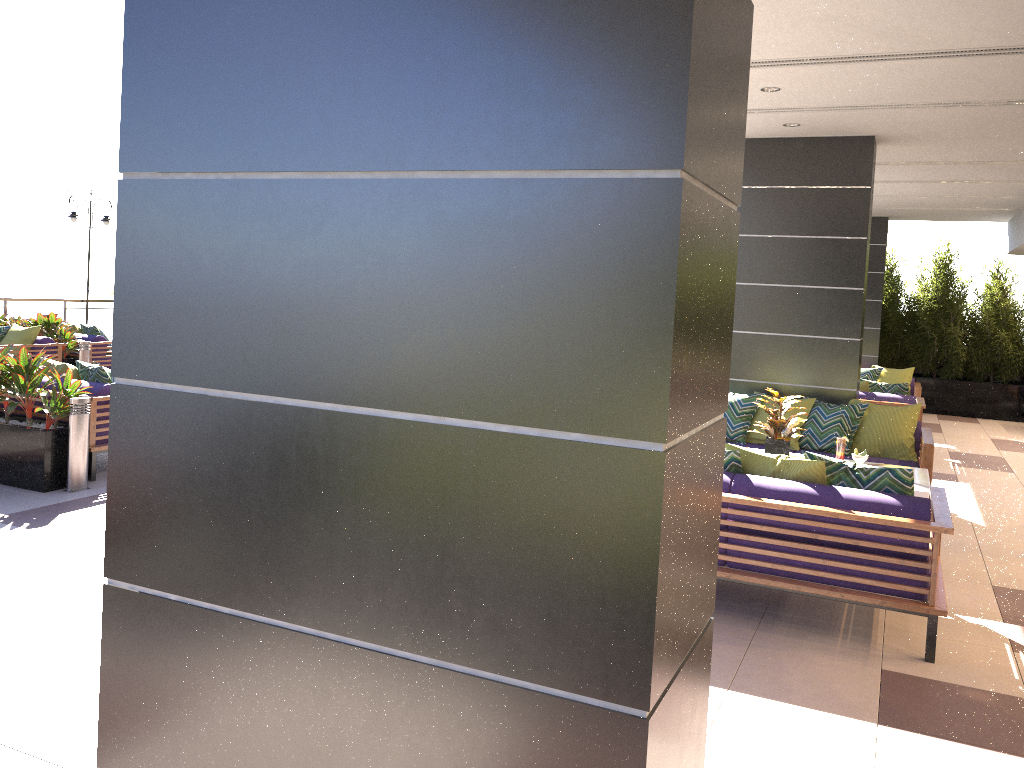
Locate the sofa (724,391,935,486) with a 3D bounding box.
[{"bbox_3d":[2.529,0.551,7.823,2.130,0.917,1.121,5,5,24],"label":"sofa"}]

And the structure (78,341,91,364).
[{"bbox_3d":[-5.816,-0.231,12.027,0.100,0.698,0.180,4,3,24],"label":"structure"}]

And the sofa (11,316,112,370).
[{"bbox_3d":[-6.578,-0.497,13.166,2.130,0.917,1.121,5,5,24],"label":"sofa"}]

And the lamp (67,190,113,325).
[{"bbox_3d":[-8.766,-2.353,18.322,0.264,3.319,1.123,4,3,24],"label":"lamp"}]

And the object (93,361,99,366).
[{"bbox_3d":[-4.157,-0.121,8.830,0.069,0.210,0.069,4,3,12],"label":"object"}]

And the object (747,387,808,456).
[{"bbox_3d":[1.933,0.301,6.435,0.431,0.525,0.425,6,5,36],"label":"object"}]

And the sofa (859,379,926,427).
[{"bbox_3d":[3.840,0.321,10.779,2.130,0.917,1.121,5,5,24],"label":"sofa"}]

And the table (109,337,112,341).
[{"bbox_3d":[-6.110,-0.395,14.203,2.040,0.552,0.943,6,6,24],"label":"table"}]

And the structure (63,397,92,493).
[{"bbox_3d":[-3.278,0.454,6.697,0.100,0.698,0.180,4,3,24],"label":"structure"}]

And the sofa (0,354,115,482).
[{"bbox_3d":[-4.025,0.186,7.860,2.130,0.917,1.121,5,5,24],"label":"sofa"}]

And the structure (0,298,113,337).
[{"bbox_3d":[-5.058,-0.302,11.364,12.940,1.055,17.533,6,6,24],"label":"structure"}]

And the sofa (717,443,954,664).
[{"bbox_3d":[1.333,0.760,5.128,2.130,0.917,1.121,5,5,24],"label":"sofa"}]

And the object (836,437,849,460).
[{"bbox_3d":[2.446,0.484,6.568,0.067,0.189,0.085,1,4,-41],"label":"object"}]

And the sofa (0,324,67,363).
[{"bbox_3d":[-7.163,-0.387,11.776,2.130,0.917,1.121,5,5,24],"label":"sofa"}]

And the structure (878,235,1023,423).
[{"bbox_3d":[3.036,-0.196,4.567,7.831,3.112,24.771,5,6,23],"label":"structure"}]

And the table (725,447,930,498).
[{"bbox_3d":[1.906,0.838,6.465,2.040,0.552,0.943,6,6,24],"label":"table"}]

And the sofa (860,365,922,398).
[{"bbox_3d":[4.881,0.138,13.126,2.130,0.917,1.121,5,5,24],"label":"sofa"}]

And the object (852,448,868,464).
[{"bbox_3d":[2.352,0.534,5.992,0.106,0.197,0.106,1,4,-38],"label":"object"}]

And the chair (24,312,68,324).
[{"bbox_3d":[-9.019,-0.958,16.850,0.716,0.814,0.715,5,4,24],"label":"chair"}]

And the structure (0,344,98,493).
[{"bbox_3d":[-4.348,0.211,7.159,2.255,1.169,0.738,6,4,25],"label":"structure"}]

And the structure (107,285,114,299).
[{"bbox_3d":[-6.777,-2.354,19.576,3.798,3.294,3.767,3,4,-9],"label":"structure"}]

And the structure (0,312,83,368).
[{"bbox_3d":[-6.938,-0.476,12.490,2.251,1.169,0.715,5,4,20],"label":"structure"}]
